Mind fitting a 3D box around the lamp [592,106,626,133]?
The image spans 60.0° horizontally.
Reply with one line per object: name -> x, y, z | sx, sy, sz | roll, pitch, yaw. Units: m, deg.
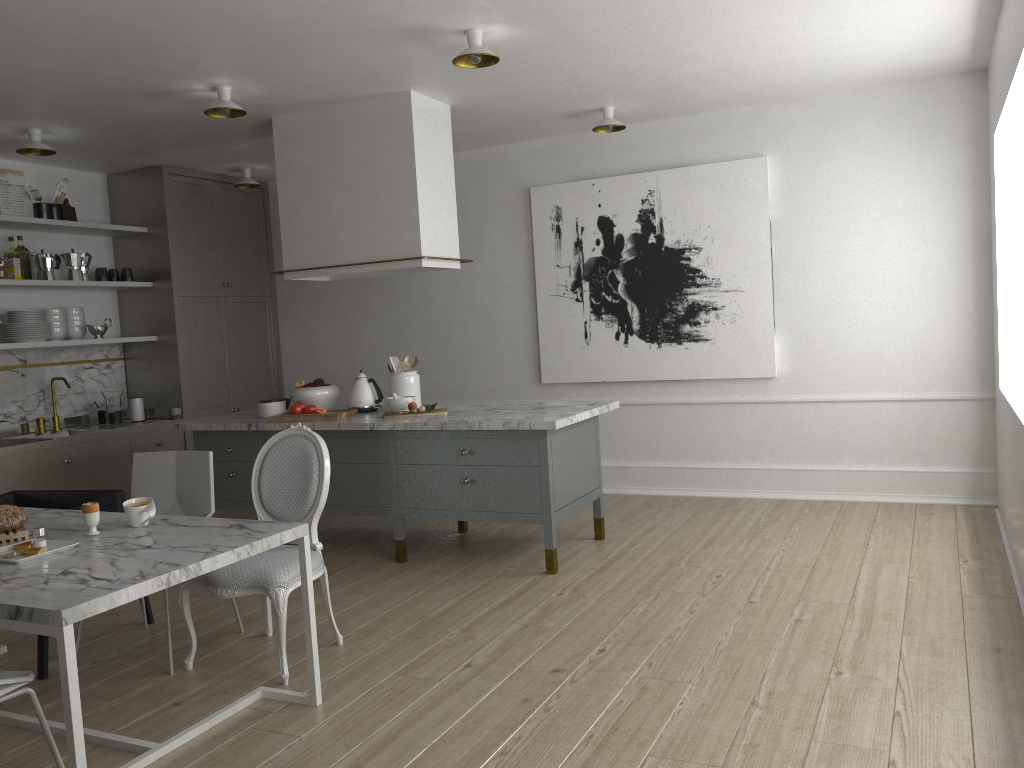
lamp -> 0.560, -1.535, 5.144 | 0.197, 0.130, 0.197 | -3, 4, 11

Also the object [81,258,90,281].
object -> -2.828, -0.747, 5.833 | 0.087, 0.167, 0.138 | -7, 5, -40

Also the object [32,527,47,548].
object -> -1.405, 0.457, 2.637 | 0.036, 0.060, 0.036 | -5, 4, -23

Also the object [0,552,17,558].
object -> -1.479, 0.492, 2.534 | 0.132, 0.013, 0.032 | -3, 4, 1

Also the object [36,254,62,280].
object -> -2.860, -0.720, 5.477 | 0.138, 0.167, 0.087 | -2, 4, 22

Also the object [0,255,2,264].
object -> -3.102, -0.701, 5.350 | 0.059, 0.172, 0.059 | -4, 4, -2

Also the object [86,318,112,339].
object -> -2.719, -0.364, 5.845 | 0.102, 0.135, 0.210 | -2, 4, 18

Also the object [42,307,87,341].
object -> -2.918, -0.388, 5.772 | 0.149, 0.216, 0.309 | -2, 4, 19

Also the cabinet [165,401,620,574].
cabinet -> -0.661, 0.514, 4.840 | 2.360, 0.721, 0.870 | -2, 4, 26

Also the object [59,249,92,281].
object -> -2.791, -0.761, 5.679 | 0.175, 0.212, 0.111 | -4, 4, -3

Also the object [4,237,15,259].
object -> -3.076, -0.766, 5.468 | 0.066, 0.282, 0.066 | -2, 4, 16

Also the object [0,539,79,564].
object -> -1.414, 0.487, 2.582 | 0.212, 0.014, 0.212 | -2, 4, 25

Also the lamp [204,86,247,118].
lamp -> -1.380, -1.357, 4.259 | 0.197, 0.130, 0.197 | -6, 4, -29

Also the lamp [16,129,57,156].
lamp -> -2.608, -1.324, 4.853 | 0.197, 0.130, 0.197 | -6, 4, -29

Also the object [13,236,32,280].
object -> -3.001, -0.768, 5.434 | 0.089, 0.282, 0.082 | -2, 4, 21

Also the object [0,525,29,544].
object -> -1.724, 0.480, 2.856 | 0.260, 0.031, 0.360 | -6, 5, -34

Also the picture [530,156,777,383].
picture -> 0.866, -0.679, 5.656 | 1.545, 1.315, 0.039 | -2, 4, 26

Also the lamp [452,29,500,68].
lamp -> -0.152, -1.391, 3.665 | 0.197, 0.130, 0.197 | -3, 4, 1

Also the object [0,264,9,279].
object -> -3.055, -0.665, 5.299 | 0.078, 0.101, 0.078 | -5, 4, -18

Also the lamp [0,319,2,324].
lamp -> -1.929, -0.734, 2.833 | 0.584, 1.108, 0.584 | 0, 5, 41

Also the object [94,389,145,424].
object -> -2.656, 0.148, 5.996 | 0.307, 0.229, 0.144 | -5, 4, -21

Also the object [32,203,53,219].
object -> -2.940, -1.069, 5.558 | 0.108, 0.118, 0.108 | -2, 4, 17

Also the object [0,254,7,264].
object -> -3.108, -0.705, 5.415 | 0.059, 0.172, 0.059 | -6, 5, -38

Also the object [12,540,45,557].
object -> -1.412, 0.483, 2.591 | 0.068, 0.014, 0.197 | -6, 5, -36

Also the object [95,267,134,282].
object -> -2.709, -0.730, 5.990 | 0.173, 0.098, 0.264 | -1, 5, 34

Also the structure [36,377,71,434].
structure -> -2.921, 0.134, 5.630 | 0.195, 0.347, 0.167 | -1, 5, 33

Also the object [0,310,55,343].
object -> -2.973, -0.350, 5.424 | 0.300, 0.195, 0.306 | -2, 4, 22

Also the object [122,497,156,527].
object -> -1.194, 0.418, 2.880 | 0.138, 0.085, 0.089 | -2, 4, 21

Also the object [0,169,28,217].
object -> -3.094, -1.160, 5.481 | 0.074, 0.327, 0.183 | -1, 5, 35

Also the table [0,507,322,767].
table -> -1.609, 0.785, 2.794 | 1.781, 0.583, 0.870 | -2, 4, 26

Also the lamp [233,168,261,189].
lamp -> -1.896, -1.469, 6.333 | 0.197, 0.130, 0.197 | -1, 5, 31

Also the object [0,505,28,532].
object -> -1.629, 0.425, 2.822 | 0.157, 0.075, 0.151 | -6, 4, -28

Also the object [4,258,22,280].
object -> -3.040, -0.692, 5.402 | 0.077, 0.141, 0.044 | -2, 4, 21

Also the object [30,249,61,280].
object -> -2.953, -0.747, 5.623 | 0.175, 0.212, 0.111 | -6, 4, -28

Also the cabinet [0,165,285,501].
cabinet -> -3.436, -0.137, 4.778 | 0.947, 2.377, 5.433 | -2, 4, 26

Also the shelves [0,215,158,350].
shelves -> -2.928, -0.624, 5.595 | 0.352, 0.775, 1.339 | -2, 4, 26

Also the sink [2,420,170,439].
sink -> -2.713, 0.373, 5.719 | 0.475, 0.174, 0.877 | -2, 4, 26
